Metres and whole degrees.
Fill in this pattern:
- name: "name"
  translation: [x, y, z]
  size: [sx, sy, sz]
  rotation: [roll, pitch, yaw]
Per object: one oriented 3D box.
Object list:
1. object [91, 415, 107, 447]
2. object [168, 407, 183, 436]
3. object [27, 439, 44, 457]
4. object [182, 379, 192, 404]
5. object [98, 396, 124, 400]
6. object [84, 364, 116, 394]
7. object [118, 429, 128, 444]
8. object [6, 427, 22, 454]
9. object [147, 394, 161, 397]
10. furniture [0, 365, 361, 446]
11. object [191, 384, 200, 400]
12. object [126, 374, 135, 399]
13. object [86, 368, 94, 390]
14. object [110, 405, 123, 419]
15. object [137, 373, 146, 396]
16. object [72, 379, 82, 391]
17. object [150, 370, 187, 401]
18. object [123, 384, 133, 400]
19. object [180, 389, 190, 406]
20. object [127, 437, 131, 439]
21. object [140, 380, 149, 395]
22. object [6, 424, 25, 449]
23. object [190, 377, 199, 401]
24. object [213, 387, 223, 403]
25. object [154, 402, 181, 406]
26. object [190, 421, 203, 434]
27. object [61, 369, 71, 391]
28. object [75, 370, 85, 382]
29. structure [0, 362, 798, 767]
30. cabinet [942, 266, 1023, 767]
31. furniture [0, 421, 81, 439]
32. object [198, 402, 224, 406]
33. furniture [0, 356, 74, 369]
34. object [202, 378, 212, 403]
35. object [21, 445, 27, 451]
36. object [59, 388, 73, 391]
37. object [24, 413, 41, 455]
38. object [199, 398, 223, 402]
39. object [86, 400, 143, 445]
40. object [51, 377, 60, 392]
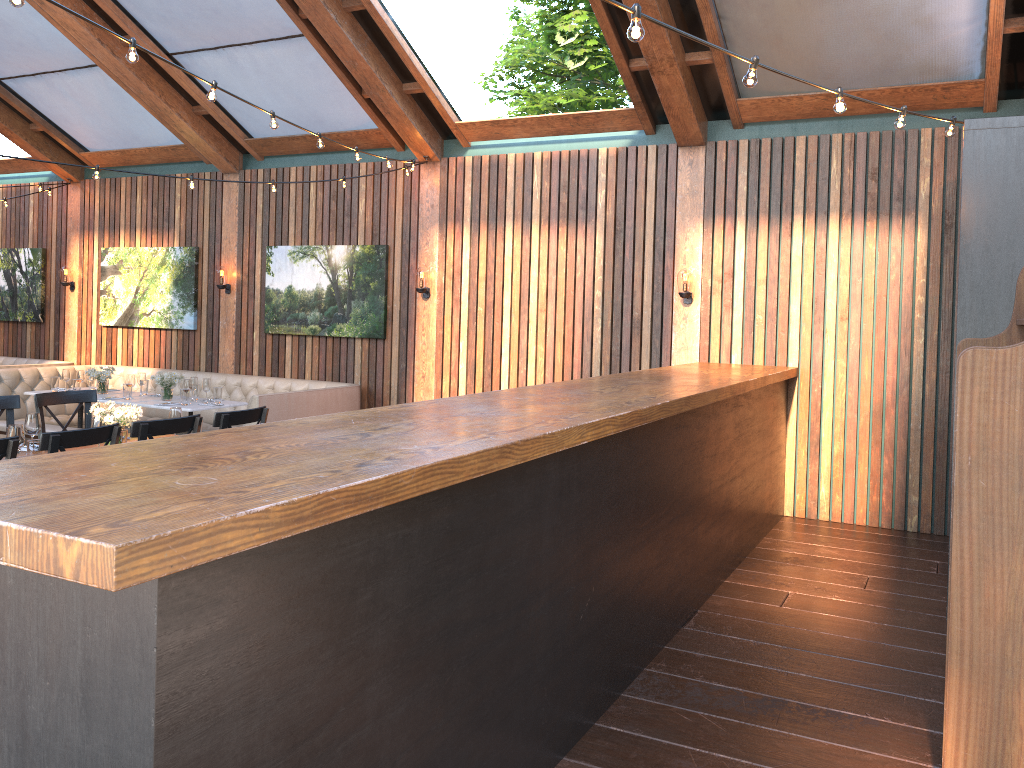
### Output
- name: "object"
  translation: [-2.479, 0.314, 5.309]
  size: [0.092, 0.244, 0.092]
  rotation: [1, 1, -21]
- name: "object"
  translation: [-2.221, 0.279, 5.837]
  size: [0.092, 0.244, 0.092]
  rotation: [1, 1, -21]
- name: "object"
  translation: [-2.620, 0.389, 4.867]
  size: [0.092, 0.158, 0.092]
  rotation: [0, 2, -37]
- name: "object"
  translation: [-3.195, 0.076, 8.704]
  size: [0.092, 0.244, 0.092]
  rotation: [1, 1, -21]
- name: "object"
  translation: [-4.056, 0.141, 8.981]
  size: [0.157, 0.019, 0.255]
  rotation: [4, 5, 27]
- name: "object"
  translation: [-4.367, -0.049, 9.416]
  size: [0.329, 0.309, 0.337]
  rotation: [-1, 4, -41]
- name: "object"
  translation: [-2.369, 0.358, 5.341]
  size: [0.092, 0.158, 0.092]
  rotation: [0, 2, -37]
- name: "object"
  translation: [-3.000, 0.340, 5.336]
  size: [0.092, 0.158, 0.092]
  rotation: [0, 2, -37]
- name: "object"
  translation: [-3.763, 0.114, 9.412]
  size: [0.157, 0.019, 0.255]
  rotation: [4, 5, 27]
- name: "furniture"
  translation: [-3.741, 0.352, 9.601]
  size: [4.162, 0.858, 1.712]
  rotation: [4, 4, 27]
- name: "object"
  translation: [-3.255, 0.085, 9.101]
  size: [0.092, 0.158, 0.092]
  rotation: [2, 2, 13]
- name: "object"
  translation: [-3.907, 0.026, 9.060]
  size: [0.092, 0.244, 0.092]
  rotation: [1, 1, -21]
- name: "object"
  translation: [-4.620, -0.046, 9.691]
  size: [0.092, 0.244, 0.092]
  rotation: [1, 1, -15]
- name: "object"
  translation: [-2.619, 0.265, 5.864]
  size: [0.092, 0.244, 0.092]
  rotation: [1, 1, -21]
- name: "object"
  translation: [-3.905, 0.004, 9.330]
  size: [0.092, 0.244, 0.092]
  rotation: [1, 1, -21]
- name: "object"
  translation: [-4.577, 0.029, 9.307]
  size: [0.092, 0.158, 0.092]
  rotation: [2, 2, 13]
- name: "object"
  translation: [-3.508, 0.010, 9.006]
  size: [0.336, 0.309, 0.330]
  rotation: [2, 3, 1]
- name: "object"
  translation: [-3.890, 0.078, 8.952]
  size: [0.092, 0.158, 0.092]
  rotation: [2, 2, 13]
- name: "object"
  translation: [-3.178, 0.128, 8.597]
  size: [0.092, 0.158, 0.092]
  rotation: [2, 2, 13]
- name: "object"
  translation: [-2.706, 0.364, 6.007]
  size: [0.255, 0.019, 0.158]
  rotation: [4, 5, 27]
- name: "object"
  translation: [-3.925, 0.038, 9.439]
  size: [0.092, 0.158, 0.092]
  rotation: [2, 2, 13]
- name: "object"
  translation: [-2.716, 0.345, 4.839]
  size: [0.092, 0.244, 0.092]
  rotation: [1, 1, -21]
- name: "object"
  translation: [-3.235, 0.051, 8.993]
  size: [0.092, 0.244, 0.092]
  rotation: [1, 1, -21]
- name: "object"
  translation: [-2.946, 0.113, 8.864]
  size: [0.092, 0.158, 0.092]
  rotation: [2, 2, 13]
- name: "object"
  translation: [-3.344, 0.190, 8.626]
  size: [0.157, 0.019, 0.255]
  rotation: [4, 5, 27]
- name: "object"
  translation: [-2.102, 0.323, 5.870]
  size: [0.092, 0.158, 0.092]
  rotation: [0, 2, -37]
- name: "object"
  translation: [-4.804, -0.039, 9.535]
  size: [0.092, 0.244, 0.092]
  rotation: [1, 1, -15]
- name: "object"
  translation: [-4.594, -0.023, 9.414]
  size: [0.092, 0.244, 0.092]
  rotation: [1, 1, -15]
- name: "structure"
  translation: [0.492, 0.669, 4.657]
  size: [0.858, 1.272, 6.812]
  rotation: [3, 4, 27]
- name: "cabinet"
  translation: [2.202, 0.374, 3.866]
  size: [0.494, 2.090, 2.277]
  rotation: [2, 3, 27]
- name: "furniture"
  translation: [-4.252, 0.647, 8.614]
  size: [2.331, 0.399, 0.313]
  rotation: [4, 3, 27]
- name: "object"
  translation: [-2.976, 0.195, 8.700]
  size: [0.255, 0.019, 0.158]
  rotation: [4, 5, 27]
- name: "furniture"
  translation: [-7.778, 0.068, 11.635]
  size: [4.162, 0.858, 1.712]
  rotation: [4, 4, 27]
- name: "object"
  translation: [-3.053, 0.069, 8.844]
  size: [0.092, 0.244, 0.092]
  rotation: [1, 1, -21]
- name: "object"
  translation: [-2.963, 0.398, 5.495]
  size: [0.255, 0.019, 0.158]
  rotation: [4, 5, 27]
- name: "object"
  translation: [-4.887, 0.060, 9.682]
  size: [0.255, 0.019, 0.158]
  rotation: [4, 5, 27]
- name: "object"
  translation: [-2.893, 0.300, 5.340]
  size: [0.092, 0.244, 0.092]
  rotation: [1, 1, -21]
- name: "object"
  translation: [-3.093, 0.162, 9.074]
  size: [0.157, 0.019, 0.255]
  rotation: [4, 5, 27]
- name: "object"
  translation: [-2.510, 0.255, 5.626]
  size: [0.329, 0.309, 0.337]
  rotation: [1, 3, -8]
- name: "object"
  translation: [-4.913, 0.002, 9.516]
  size: [0.092, 0.158, 0.092]
  rotation: [2, 2, 13]
